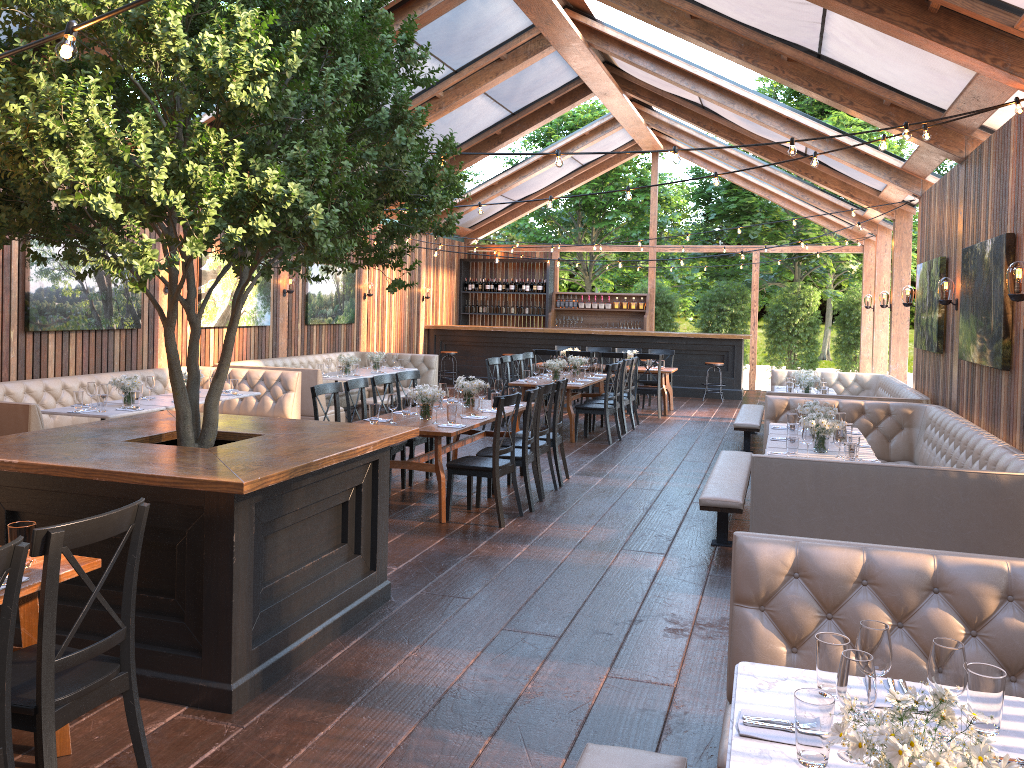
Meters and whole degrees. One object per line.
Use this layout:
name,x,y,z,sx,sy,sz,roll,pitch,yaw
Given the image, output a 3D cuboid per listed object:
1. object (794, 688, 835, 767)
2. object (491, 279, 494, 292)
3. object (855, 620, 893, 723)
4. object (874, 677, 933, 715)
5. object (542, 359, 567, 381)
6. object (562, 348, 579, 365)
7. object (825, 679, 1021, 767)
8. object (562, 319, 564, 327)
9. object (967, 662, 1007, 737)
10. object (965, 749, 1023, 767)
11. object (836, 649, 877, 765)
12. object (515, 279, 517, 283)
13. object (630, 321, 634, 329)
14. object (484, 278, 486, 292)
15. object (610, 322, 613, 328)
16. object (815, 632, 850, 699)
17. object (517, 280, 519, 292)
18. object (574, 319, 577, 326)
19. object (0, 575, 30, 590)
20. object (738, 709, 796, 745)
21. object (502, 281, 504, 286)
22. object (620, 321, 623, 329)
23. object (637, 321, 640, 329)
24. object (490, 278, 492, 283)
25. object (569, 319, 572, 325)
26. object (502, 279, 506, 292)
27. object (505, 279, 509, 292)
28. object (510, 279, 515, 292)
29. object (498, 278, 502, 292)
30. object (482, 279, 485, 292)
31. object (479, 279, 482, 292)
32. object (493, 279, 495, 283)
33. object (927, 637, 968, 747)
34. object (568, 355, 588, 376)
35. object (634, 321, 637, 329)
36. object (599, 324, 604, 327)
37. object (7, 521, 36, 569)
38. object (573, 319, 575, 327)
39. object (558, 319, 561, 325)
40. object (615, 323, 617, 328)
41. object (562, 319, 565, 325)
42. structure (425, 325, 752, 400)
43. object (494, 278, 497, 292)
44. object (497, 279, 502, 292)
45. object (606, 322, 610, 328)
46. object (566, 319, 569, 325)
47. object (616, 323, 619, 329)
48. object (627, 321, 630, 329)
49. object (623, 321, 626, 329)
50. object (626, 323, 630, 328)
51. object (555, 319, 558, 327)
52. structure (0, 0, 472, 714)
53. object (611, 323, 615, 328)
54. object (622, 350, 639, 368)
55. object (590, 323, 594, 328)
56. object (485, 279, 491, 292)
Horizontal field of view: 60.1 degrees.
object,0.706,0.810,2.074,0.092,0.158,0.092,2,2,3
object,-0.463,-2.327,20.903,0.077,0.306,0.077,2,2,33
object,0.946,0.751,2.317,0.092,0.244,0.092,1,2,-25
object,1.068,0.857,2.429,0.157,0.019,0.256,3,5,17
object,0.591,-0.202,12.040,0.336,0.309,0.330,-1,4,-38
object,1.033,-0.485,15.393,0.336,0.309,0.330,0,3,-18
object,0.809,0.767,1.729,0.329,0.309,0.337,-1,4,-31
object,1.192,-1.414,20.488,0.070,0.185,0.070,2,2,21
object,1.205,0.806,2.255,0.092,0.158,0.092,2,2,3
object,1.190,0.892,2.066,0.255,0.019,0.158,3,5,17
object,0.819,0.767,2.107,0.092,0.244,0.092,1,2,-25
object,0.087,-2.321,20.892,0.081,0.323,0.081,1,1,-4
object,2.698,-1.325,19.920,0.073,0.181,0.073,1,2,-9
object,-0.640,-2.360,21.078,0.087,0.334,0.087,1,1,-3
object,2.299,-1.349,20.365,0.097,0.134,0.097,2,3,3
object,0.885,0.781,2.448,0.092,0.158,0.092,2,2,3
object,0.136,-2.305,20.819,0.077,0.306,0.077,2,2,33
object,1.451,-1.393,20.319,0.070,0.185,0.070,2,2,21
object,-1.820,0.674,3.051,0.255,0.019,0.158,3,5,17
object,0.702,0.865,2.232,0.255,0.019,0.158,3,5,17
object,-0.190,-2.329,20.980,0.077,0.309,0.077,1,1,-4
object,2.465,-1.337,19.992,0.073,0.181,0.073,1,2,-9
object,2.839,-1.317,19.865,0.073,0.181,0.073,1,2,-9
object,-0.509,-2.353,21.085,0.081,0.323,0.081,1,1,-4
object,1.355,-1.396,20.333,0.070,0.185,0.070,2,2,21
object,-0.185,-2.317,20.836,0.078,0.312,0.078,2,1,12
object,-0.112,-2.308,20.766,0.077,0.309,0.077,1,1,-4
object,0.009,-2.308,20.781,0.136,0.315,0.136,1,2,-21
object,-0.285,-2.329,20.826,0.087,0.334,0.087,1,1,-3
object,-0.680,-2.333,20.939,0.075,0.302,0.075,2,2,34
object,-0.746,-2.345,21.004,0.078,0.312,0.078,2,1,12
object,-0.429,-2.334,21.020,0.075,0.302,0.075,2,2,34
object,1.082,0.765,2.201,0.092,0.244,0.092,1,2,-25
object,0.948,-0.280,13.030,0.329,0.309,0.337,0,3,-16
object,2.779,-1.322,19.912,0.073,0.181,0.073,1,2,-9
object,2.050,-1.333,20.321,0.124,0.096,0.124,3,4,28
object,-1.789,0.589,3.228,0.092,0.158,0.092,2,2,3
object,1.441,-1.401,20.409,0.070,0.185,0.070,2,2,21
object,1.105,-1.410,20.418,0.070,0.185,0.070,2,2,21
object,2.407,-1.342,20.316,0.097,0.134,0.097,2,3,3
object,1.198,-1.405,20.390,0.070,0.185,0.070,2,2,21
structure,1.483,-0.503,18.529,6.806,1.273,0.858,3,3,17
object,-0.384,-2.329,20.850,0.081,0.323,0.081,1,1,-4
object,-0.312,-2.331,20.956,0.136,0.315,0.136,1,2,-21
object,2.196,-1.342,20.263,0.097,0.134,0.097,2,3,3
object,1.288,-1.402,20.384,0.070,0.185,0.070,2,2,21
object,2.423,-1.331,20.205,0.097,0.134,0.097,2,3,3
object,2.620,-1.329,19.944,0.073,0.181,0.073,1,2,-9
object,2.539,-1.332,19.960,0.073,0.181,0.073,1,2,-9
object,2.637,-1.319,20.127,0.097,0.134,0.097,2,3,3
object,1.025,-1.415,20.450,0.070,0.185,0.070,2,2,21
structure,-1.639,-0.569,4.625,2.717,3.690,2.855,3,3,26
object,2.311,-1.336,20.221,0.097,0.134,0.097,2,3,3
object,2.034,-0.432,15.065,0.329,0.309,0.337,-1,4,-40
object,1.859,-1.354,20.509,0.124,0.096,0.124,3,4,28
object,-0.561,-2.338,20.970,0.136,0.315,0.136,1,2,-21
